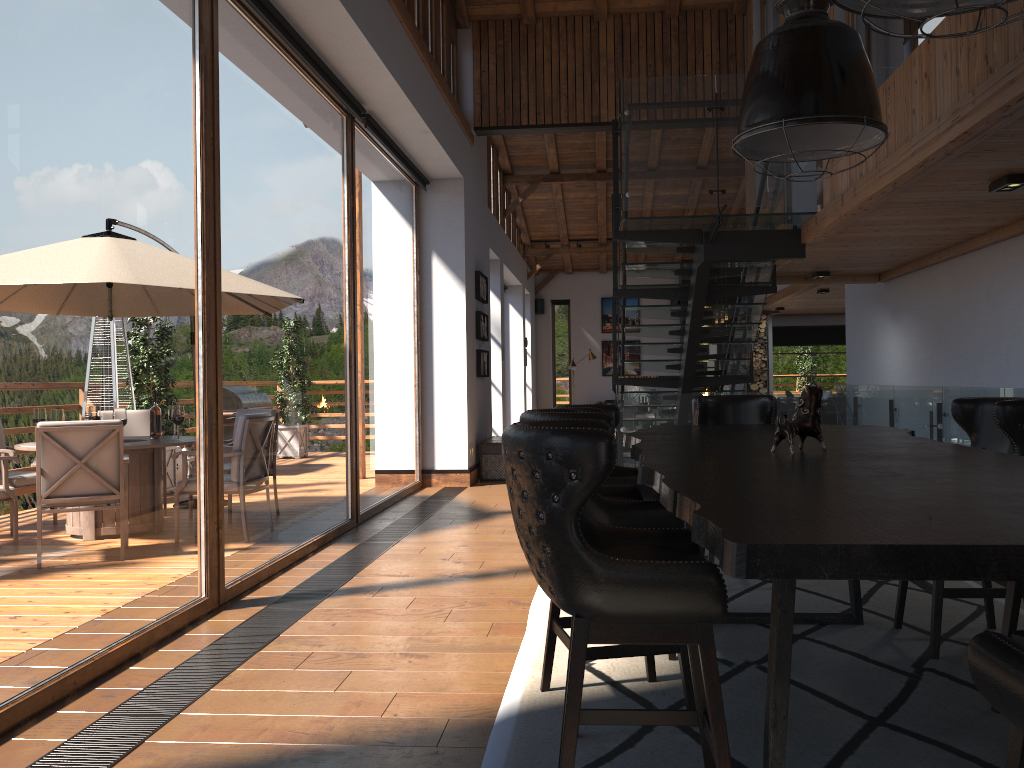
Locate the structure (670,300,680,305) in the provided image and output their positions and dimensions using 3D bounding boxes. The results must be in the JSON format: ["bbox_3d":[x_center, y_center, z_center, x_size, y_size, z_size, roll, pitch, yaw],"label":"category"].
[{"bbox_3d":[3.726,-1.837,20.241,0.213,0.349,0.214,-1,0,5],"label":"structure"}]

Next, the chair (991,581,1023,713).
[{"bbox_3d":[1.982,0.612,2.945,0.571,1.092,0.502,-1,0,-11],"label":"chair"}]

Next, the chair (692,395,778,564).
[{"bbox_3d":[1.330,0.614,5.217,0.503,1.092,0.569,-1,0,4],"label":"chair"}]

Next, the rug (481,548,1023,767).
[{"bbox_3d":[1.250,1.167,3.539,2.546,0.047,5.643,-1,0,6],"label":"rug"}]

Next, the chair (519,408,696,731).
[{"bbox_3d":[0.316,0.636,3.171,0.571,1.092,0.502,-1,0,-11],"label":"chair"}]

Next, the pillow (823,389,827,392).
[{"bbox_3d":[6.007,0.326,17.024,0.282,0.469,0.530,-1,0,9],"label":"pillow"}]

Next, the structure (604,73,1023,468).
[{"bbox_3d":[-0.143,0.788,8.692,9.191,6.399,11.049,-1,0,5],"label":"structure"}]

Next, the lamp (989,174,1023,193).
[{"bbox_3d":[3.023,-1.222,5.375,0.155,0.068,0.261,-1,0,6],"label":"lamp"}]

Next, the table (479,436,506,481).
[{"bbox_3d":[0.003,0.931,11.296,0.683,0.470,1.257,-1,0,6],"label":"table"}]

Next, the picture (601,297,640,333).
[{"bbox_3d":[2.498,-1.586,20.417,0.877,0.816,0.036,-1,-1,5],"label":"picture"}]

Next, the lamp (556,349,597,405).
[{"bbox_3d":[1.400,0.171,19.339,0.522,1.899,1.335,-1,0,27],"label":"lamp"}]

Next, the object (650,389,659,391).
[{"bbox_3d":[3.214,0.324,20.067,0.338,0.455,0.337,-1,0,31],"label":"object"}]

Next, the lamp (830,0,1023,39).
[{"bbox_3d":[1.031,-3.194,2.117,0.629,4.685,0.614,0,-1,-40],"label":"lamp"}]

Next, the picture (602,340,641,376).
[{"bbox_3d":[2.513,-0.591,20.407,0.877,0.816,0.036,-1,-1,5],"label":"picture"}]

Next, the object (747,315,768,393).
[{"bbox_3d":[5.484,-0.246,19.917,0.493,2.612,0.467,-1,-1,5],"label":"object"}]

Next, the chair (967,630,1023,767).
[{"bbox_3d":[0.964,0.633,1.199,0.503,1.092,0.569,-1,0,4],"label":"chair"}]

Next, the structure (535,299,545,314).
[{"bbox_3d":[0.642,-1.792,20.490,0.213,0.349,0.214,-1,0,5],"label":"structure"}]

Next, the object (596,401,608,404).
[{"bbox_3d":[2.027,0.483,20.166,0.229,0.183,0.400,-1,0,-41],"label":"object"}]

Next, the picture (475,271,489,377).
[{"bbox_3d":[-0.378,-0.744,11.316,0.059,1.312,0.776,-1,0,6],"label":"picture"}]

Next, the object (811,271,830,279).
[{"bbox_3d":[3.518,-1.246,10.103,0.155,0.068,0.261,-1,0,6],"label":"object"}]

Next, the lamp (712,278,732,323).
[{"bbox_3d":[4.070,-2.140,17.408,0.262,2.202,0.801,-1,0,-3],"label":"lamp"}]

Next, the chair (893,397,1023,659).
[{"bbox_3d":[2.033,0.608,3.909,0.567,1.092,0.505,-1,0,4],"label":"chair"}]

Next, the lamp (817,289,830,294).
[{"bbox_3d":[5.357,-1.594,15.257,0.155,0.068,0.261,-1,0,6],"label":"lamp"}]

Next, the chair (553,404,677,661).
[{"bbox_3d":[0.466,0.641,3.983,0.565,1.092,0.507,-1,0,14],"label":"chair"}]

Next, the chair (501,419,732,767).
[{"bbox_3d":[0.264,0.640,2.207,0.567,1.092,0.505,-1,0,4],"label":"chair"}]

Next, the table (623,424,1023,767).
[{"bbox_3d":[1.149,0.715,3.226,1.426,0.950,3.805,-1,0,6],"label":"table"}]

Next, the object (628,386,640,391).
[{"bbox_3d":[2.773,0.304,20.037,0.261,0.532,0.423,-1,0,-26],"label":"object"}]

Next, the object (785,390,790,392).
[{"bbox_3d":[5.894,0.291,18.779,0.251,0.319,0.147,-1,0,-44],"label":"object"}]

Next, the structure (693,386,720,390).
[{"bbox_3d":[4.418,0.313,19.857,0.980,0.514,0.184,-1,0,5],"label":"structure"}]

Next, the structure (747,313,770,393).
[{"bbox_3d":[5.489,-0.253,19.907,0.501,2.617,0.513,-1,-1,5],"label":"structure"}]

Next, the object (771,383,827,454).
[{"bbox_3d":[1.028,0.124,3.193,0.223,0.253,0.114,-1,0,-32],"label":"object"}]

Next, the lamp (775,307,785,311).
[{"bbox_3d":[5.755,-1.613,19.042,0.155,0.068,0.261,-1,0,6],"label":"lamp"}]

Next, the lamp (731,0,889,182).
[{"bbox_3d":[1.197,-3.201,3.704,0.629,4.685,0.614,0,-1,-40],"label":"lamp"}]
